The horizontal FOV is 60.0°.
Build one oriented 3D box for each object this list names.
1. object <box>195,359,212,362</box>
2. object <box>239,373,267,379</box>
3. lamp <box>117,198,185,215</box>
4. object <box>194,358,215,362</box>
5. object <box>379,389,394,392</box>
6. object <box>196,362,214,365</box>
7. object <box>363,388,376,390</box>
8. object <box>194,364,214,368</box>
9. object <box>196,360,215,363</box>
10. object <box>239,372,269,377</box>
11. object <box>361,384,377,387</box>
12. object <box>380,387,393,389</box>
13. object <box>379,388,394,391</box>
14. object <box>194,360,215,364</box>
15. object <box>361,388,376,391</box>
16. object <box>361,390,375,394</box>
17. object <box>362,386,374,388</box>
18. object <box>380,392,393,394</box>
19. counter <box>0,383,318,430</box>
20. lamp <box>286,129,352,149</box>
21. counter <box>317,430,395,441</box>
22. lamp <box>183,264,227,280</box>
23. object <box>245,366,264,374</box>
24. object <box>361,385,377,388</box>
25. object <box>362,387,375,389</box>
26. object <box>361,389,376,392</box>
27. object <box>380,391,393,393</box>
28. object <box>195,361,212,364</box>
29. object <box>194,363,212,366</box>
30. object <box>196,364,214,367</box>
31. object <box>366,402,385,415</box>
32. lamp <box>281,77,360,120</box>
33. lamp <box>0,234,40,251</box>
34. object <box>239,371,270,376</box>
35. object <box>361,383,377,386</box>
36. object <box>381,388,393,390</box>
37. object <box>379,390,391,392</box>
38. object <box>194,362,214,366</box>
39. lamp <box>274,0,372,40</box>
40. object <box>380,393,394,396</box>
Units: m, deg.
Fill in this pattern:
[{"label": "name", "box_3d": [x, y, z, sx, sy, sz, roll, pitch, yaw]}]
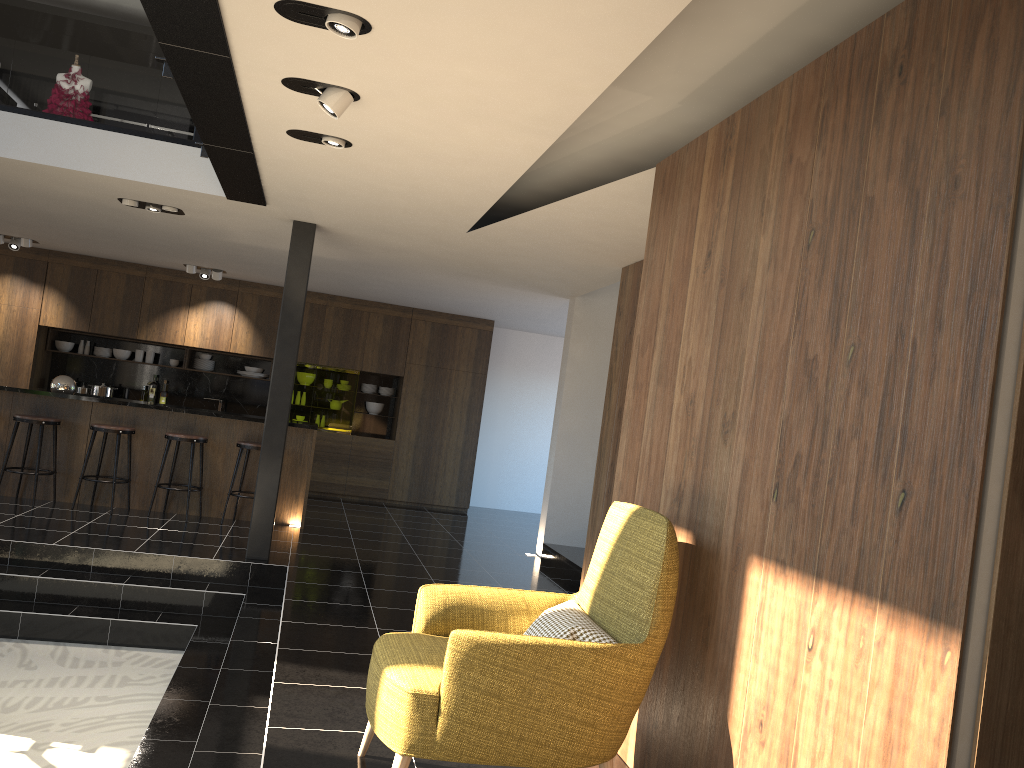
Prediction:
[{"label": "object", "box_3d": [-4.214, -0.310, 12.153, 0.268, 0.024, 0.269, 7, -2, 26]}, {"label": "object", "box_3d": [-3.570, -0.107, 12.230, 0.438, 0.039, 0.438, 7, -2, 23]}, {"label": "lamp", "box_3d": [-2.947, -1.509, 7.276, 0.502, 0.194, 0.349, 8, -2, -13]}, {"label": "object", "box_3d": [-4.212, -0.319, 12.153, 0.268, 0.024, 0.269, 7, -2, 26]}, {"label": "object", "box_3d": [-1.786, 0.104, 12.623, 0.221, 0.033, 0.220, 9, -3, -29]}, {"label": "object", "box_3d": [-4.218, -0.275, 12.152, 0.268, 0.024, 0.269, 7, -2, 26]}, {"label": "object", "box_3d": [-2.033, 0.081, 12.567, 0.220, 0.033, 0.220, 8, -2, -3]}, {"label": "object", "box_3d": [-4.223, -0.237, 12.151, 0.268, 0.024, 0.269, 7, -2, 26]}, {"label": "object", "box_3d": [-4.215, -0.302, 12.153, 0.268, 0.024, 0.269, 7, -2, 26]}, {"label": "object", "box_3d": [-3.568, -0.120, 12.230, 0.438, 0.039, 0.438, 7, -2, 23]}, {"label": "object", "box_3d": [-2.027, 0.035, 12.568, 0.220, 0.033, 0.220, 8, -2, -3]}, {"label": "object", "box_3d": [-1.781, 0.070, 12.624, 0.221, 0.033, 0.220, 9, -3, -29]}, {"label": "object", "box_3d": [-1.784, 0.093, 12.623, 0.221, 0.033, 0.220, 9, -3, -29]}, {"label": "object", "box_3d": [-4.216, -0.292, 12.153, 0.268, 0.024, 0.269, 7, -2, 26]}, {"label": "object", "box_3d": [-2.035, 0.091, 12.567, 0.220, 0.033, 0.220, 8, -2, -3]}, {"label": "object", "box_3d": [-2.038, 0.116, 12.566, 0.220, 0.033, 0.220, 8, -2, -3]}, {"label": "object", "box_3d": [-2.030, 0.058, 12.567, 0.220, 0.033, 0.220, 8, -2, -3]}, {"label": "object", "box_3d": [-1.790, 0.138, 12.622, 0.221, 0.033, 0.220, 9, -3, -29]}, {"label": "counter", "box_3d": [-3.743, 0.195, 8.811, 3.575, 0.041, 0.698, 8, -2, -13]}, {"label": "lamp", "box_3d": [-1.009, -1.351, 4.684, 0.346, 0.158, 0.195, 8, -2, -13]}, {"label": "counter", "box_3d": [-3.908, 0.455, 11.991, 4.593, 0.005, 0.862, 8, -2, -13]}, {"label": "lamp", "box_3d": [-3.781, -1.433, 10.935, 0.502, 0.280, 0.349, 8, -2, -13]}, {"label": "object", "box_3d": [-3.562, -0.182, 12.233, 0.254, 0.088, 0.254, 7, -2, 13]}, {"label": "object", "box_3d": [-2.029, 0.048, 12.568, 0.220, 0.033, 0.220, 8, -2, -3]}, {"label": "object", "box_3d": [-2.031, 0.068, 12.567, 0.220, 0.033, 0.220, 8, -2, -3]}, {"label": "object", "box_3d": [-2.036, 0.103, 12.566, 0.220, 0.033, 0.220, 8, -2, -3]}, {"label": "object", "box_3d": [-1.789, 0.126, 12.622, 0.221, 0.033, 0.220, 9, -3, -29]}, {"label": "object", "box_3d": [-4.217, -0.283, 12.152, 0.268, 0.024, 0.269, 7, -2, 26]}, {"label": "object", "box_3d": [-4.221, -0.256, 12.152, 0.268, 0.024, 0.269, 7, -2, 26]}, {"label": "object", "box_3d": [-4.222, -0.248, 12.151, 0.268, 0.024, 0.269, 7, -2, 26]}, {"label": "object", "box_3d": [-1.953, 0.351, 12.596, 0.264, 0.170, 0.264, 9, -3, -38]}, {"label": "lamp", "box_3d": [-0.843, -1.314, 3.925, 0.346, 0.247, 0.195, 8, -2, -13]}, {"label": "lamp", "box_3d": [-5.867, -1.726, 10.461, 0.502, 0.294, 0.349, 8, -2, -13]}, {"label": "object", "box_3d": [-3.566, -0.134, 12.231, 0.438, 0.039, 0.438, 7, -2, 23]}, {"label": "object", "box_3d": [-2.025, 0.023, 12.568, 0.220, 0.033, 0.220, 8, -2, -3]}, {"label": "object", "box_3d": [-1.783, 0.083, 12.623, 0.221, 0.033, 0.220, 9, -3, -29]}, {"label": "object", "box_3d": [-1.787, 0.116, 12.623, 0.221, 0.033, 0.220, 9, -3, -29]}, {"label": "object", "box_3d": [-4.220, -0.264, 12.152, 0.268, 0.024, 0.269, 7, -2, 26]}, {"label": "lamp", "box_3d": [-0.668, -1.356, 3.171, 0.346, 0.177, 0.195, 8, -2, -13]}, {"label": "object", "box_3d": [-1.792, 0.151, 12.622, 0.221, 0.033, 0.220, 9, -3, -29]}]
